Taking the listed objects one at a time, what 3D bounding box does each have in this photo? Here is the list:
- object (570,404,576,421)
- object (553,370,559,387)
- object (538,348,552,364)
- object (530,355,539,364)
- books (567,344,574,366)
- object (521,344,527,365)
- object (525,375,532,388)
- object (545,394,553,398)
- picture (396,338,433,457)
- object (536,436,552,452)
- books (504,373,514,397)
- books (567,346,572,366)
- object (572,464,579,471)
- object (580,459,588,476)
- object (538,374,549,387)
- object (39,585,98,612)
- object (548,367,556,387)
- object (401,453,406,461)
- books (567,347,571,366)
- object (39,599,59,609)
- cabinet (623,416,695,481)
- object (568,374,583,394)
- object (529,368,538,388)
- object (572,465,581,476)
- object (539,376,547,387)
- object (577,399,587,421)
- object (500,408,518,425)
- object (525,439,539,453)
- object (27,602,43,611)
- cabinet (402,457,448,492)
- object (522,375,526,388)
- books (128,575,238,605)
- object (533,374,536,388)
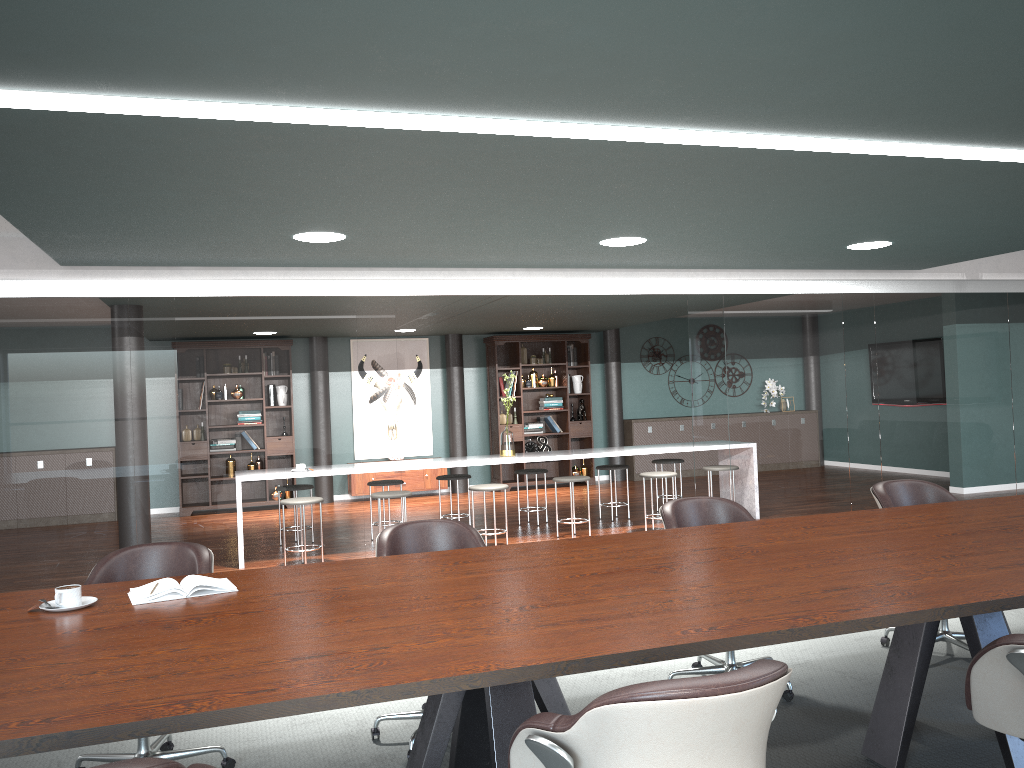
[{"bbox_3d":[0.800,0.375,11.715,0.077,0.228,0.077,-2,-1,-35],"label":"object"},{"bbox_3d":[0.574,-0.075,11.727,0.092,0.222,0.092,-3,-1,16],"label":"object"},{"bbox_3d":[0.412,-0.369,11.635,0.196,0.221,0.184,-2,-1,-18],"label":"object"},{"bbox_3d":[0.284,-0.316,11.581,0.096,0.126,0.106,-3,-1,33],"label":"object"},{"bbox_3d":[0.773,-0.375,11.755,0.027,0.286,0.184,-2,-1,-18],"label":"books"},{"bbox_3d":[0.143,-0.384,11.566,0.104,0.273,0.104,-3,-1,18],"label":"object"},{"bbox_3d":[0.214,-0.031,11.487,0.079,0.161,0.080,-2,-1,8],"label":"object"},{"bbox_3d":[0.487,0.153,11.655,0.104,0.052,0.100,-2,-1,-14],"label":"object"},{"bbox_3d":[-1.529,0.179,11.300,1.002,1.512,0.031,-2,-1,-18],"label":"picture"},{"bbox_3d":[0.407,0.813,11.662,0.233,0.268,0.051,-2,-1,-18],"label":"object"},{"bbox_3d":[-0.048,0.012,11.483,0.115,0.296,0.210,-2,-1,-18],"label":"books"},{"bbox_3d":[0.751,-0.366,11.747,0.016,0.268,0.205,-2,-1,-18],"label":"books"},{"bbox_3d":[0.837,1.151,11.764,0.099,0.169,0.099,-2,-1,-44],"label":"object"},{"bbox_3d":[0.950,1.102,11.723,0.108,0.256,0.108,-3,-1,16],"label":"object"},{"bbox_3d":[0.408,-0.047,11.524,0.144,0.175,0.073,-2,-1,-16],"label":"object"},{"bbox_3d":[-1.233,0.593,2.465,0.146,0.056,0.146,-2,-1,6],"label":"object"},{"bbox_3d":[0.522,-0.091,11.612,0.108,0.256,0.108,-3,-1,16],"label":"object"},{"bbox_3d":[-1.456,0.912,11.142,0.245,0.112,0.261,-2,-1,-11],"label":"object"},{"bbox_3d":[0.723,-0.353,11.738,0.042,0.248,0.194,-2,-1,-18],"label":"books"},{"bbox_3d":[-1.287,0.613,2.456,0.034,0.012,0.155,-2,-1,-41],"label":"object"},{"bbox_3d":[-1.464,1.012,11.098,12.287,0.820,0.402,-2,-1,-18],"label":"cabinet"},{"bbox_3d":[0.824,-0.002,11.795,0.268,0.262,0.137,-3,-1,22],"label":"object"},{"bbox_3d":[0.283,-0.078,11.590,0.114,0.251,0.114,-2,-1,8],"label":"object"},{"bbox_3d":[0.837,1.146,11.635,0.144,0.175,0.073,-2,-1,-16],"label":"object"},{"bbox_3d":[0.409,-0.042,11.653,0.099,0.169,0.099,-2,-1,-44],"label":"object"},{"bbox_3d":[0.906,0.340,11.765,0.116,0.286,0.215,-2,-1,-22],"label":"object"},{"bbox_3d":[-0.073,0.411,11.457,0.250,0.221,0.186,-2,-1,-20],"label":"object"},{"bbox_3d":[0.235,0.833,11.483,0.224,0.238,0.159,-2,-1,-18],"label":"object"},{"bbox_3d":[-1.312,0.613,2.440,0.041,0.021,0.044,-2,-1,-26],"label":"object"},{"bbox_3d":[-1.435,1.157,11.125,1.200,0.379,0.368,-2,-1,-18],"label":"cabinet"},{"bbox_3d":[0.131,-0.033,11.558,0.105,0.172,0.105,-2,-1,-22],"label":"object"},{"bbox_3d":[-0.967,0.595,2.601,0.285,0.032,0.180,-2,-1,-28],"label":"books"},{"bbox_3d":[0.288,-0.049,11.481,0.040,0.191,0.040,-2,-1,-9],"label":"object"}]
